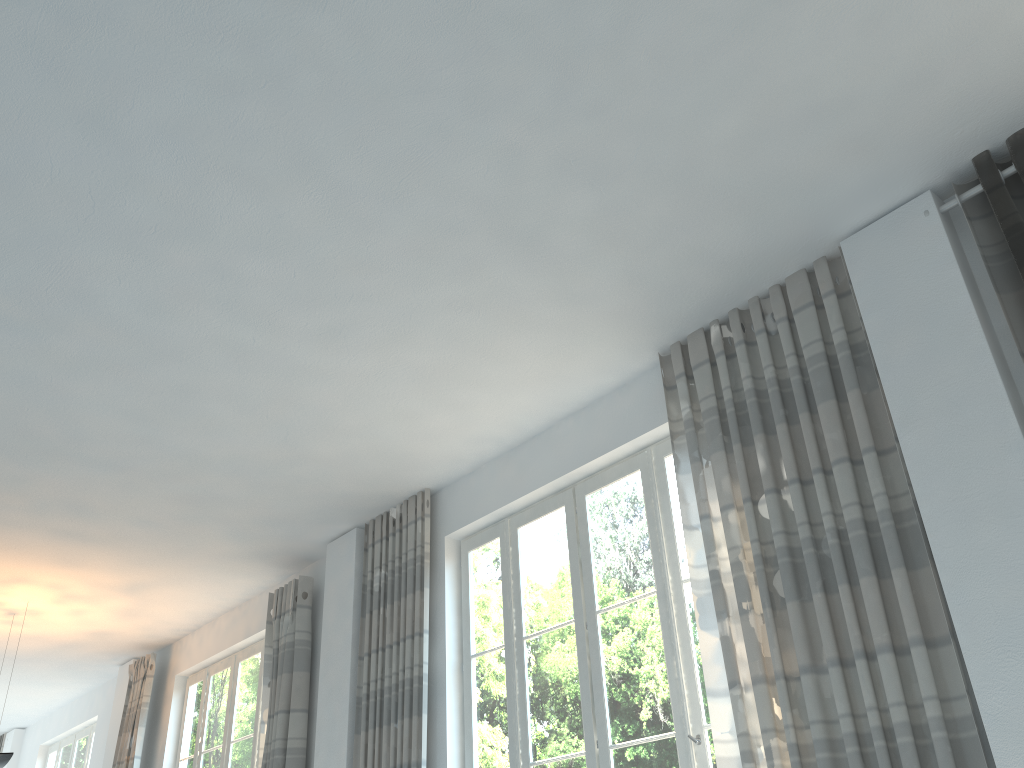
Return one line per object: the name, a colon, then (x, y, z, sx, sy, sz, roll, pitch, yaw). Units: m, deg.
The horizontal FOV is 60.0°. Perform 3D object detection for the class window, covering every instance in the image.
window: (-2.181, 3.033, 6.693, 0.042, 1.998, 1.989, 21, -38, -35)
window: (18.053, -4.140, 10.811, 32.862, 18.438, 18.599, 18, -37, -32)
window: (-4.735, 4.688, 9.255, 0.042, 1.998, 1.989, 21, -38, -35)

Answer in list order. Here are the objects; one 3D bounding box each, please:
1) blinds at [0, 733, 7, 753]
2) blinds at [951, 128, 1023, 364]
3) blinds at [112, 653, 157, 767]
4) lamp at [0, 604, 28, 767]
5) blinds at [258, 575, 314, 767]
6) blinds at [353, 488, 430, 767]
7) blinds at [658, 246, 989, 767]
blinds: (-6.513, 5.956, 10.658, 0.140, 3.213, 0.778, 21, -38, -35)
blinds: (1.932, 0.484, 2.187, 0.140, 3.213, 0.778, 21, -38, -35)
blinds: (-3.473, 3.967, 7.487, 0.174, 3.115, 1.359, 20, -37, -34)
lamp: (-3.946, 2.216, 6.571, 0.531, 1.215, 0.799, 21, -38, -35)
blinds: (-1.517, 2.775, 5.574, 0.360, 3.036, 0.849, 18, -36, -32)
blinds: (-0.668, 2.138, 4.781, 0.133, 3.243, 0.724, 21, -38, -36)
blinds: (1.069, 1.022, 3.055, 0.183, 3.243, 1.029, 21, -38, -36)
